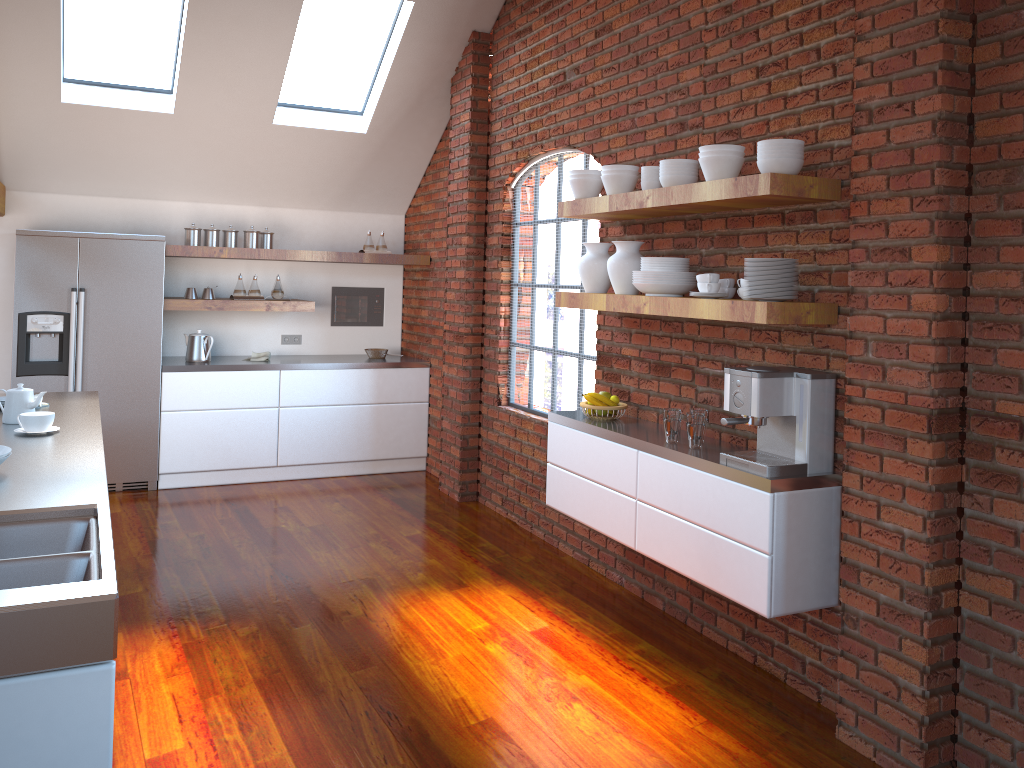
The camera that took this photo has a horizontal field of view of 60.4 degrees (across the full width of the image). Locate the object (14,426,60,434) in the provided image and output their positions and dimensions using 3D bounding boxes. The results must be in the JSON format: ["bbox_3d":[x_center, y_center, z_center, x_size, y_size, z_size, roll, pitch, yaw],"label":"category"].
[{"bbox_3d":[-1.792,0.178,3.321,0.154,0.012,0.155,2,7,2],"label":"object"}]

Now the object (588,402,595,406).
[{"bbox_3d":[0.397,0.085,4.334,0.051,0.053,0.045,-1,3,-38],"label":"object"}]

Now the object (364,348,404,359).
[{"bbox_3d":[-1.051,-0.238,7.113,0.350,0.074,0.194,8,8,44],"label":"object"}]

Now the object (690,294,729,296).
[{"bbox_3d":[0.790,-0.351,3.525,0.154,0.012,0.154,5,7,25],"label":"object"}]

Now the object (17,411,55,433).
[{"bbox_3d":[-1.794,0.147,3.324,0.116,0.069,0.125,-3,7,-41],"label":"object"}]

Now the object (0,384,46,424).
[{"bbox_3d":[-1.971,0.076,3.534,0.197,0.156,0.118,0,2,-20],"label":"object"}]

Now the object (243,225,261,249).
[{"bbox_3d":[-1.961,-1.106,6.626,0.127,0.177,0.129,1,2,-31],"label":"object"}]

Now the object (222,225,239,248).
[{"bbox_3d":[-2.129,-1.114,6.651,0.127,0.177,0.129,1,2,-31],"label":"object"}]

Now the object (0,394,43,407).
[{"bbox_3d":[-2.218,0.080,3.909,0.232,0.050,0.166,-1,7,-26],"label":"object"}]

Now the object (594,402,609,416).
[{"bbox_3d":[0.440,0.122,4.300,0.077,0.065,0.076,2,4,8],"label":"object"}]

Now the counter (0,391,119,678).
[{"bbox_3d":[-1.900,0.297,2.876,1.023,0.130,3.163,-2,7,-26],"label":"counter"}]

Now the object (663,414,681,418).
[{"bbox_3d":[0.693,0.183,3.818,0.078,0.104,0.078,3,3,34],"label":"object"}]

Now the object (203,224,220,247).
[{"bbox_3d":[-2.243,-1.107,6.569,0.127,0.177,0.129,1,2,-31],"label":"object"}]

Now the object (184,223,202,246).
[{"bbox_3d":[-2.354,-1.101,6.490,0.127,0.177,0.129,1,2,-31],"label":"object"}]

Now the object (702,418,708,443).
[{"bbox_3d":[0.787,0.196,3.720,0.078,0.104,0.078,2,2,4],"label":"object"}]

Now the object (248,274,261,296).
[{"bbox_3d":[-1.962,-0.743,6.709,0.094,0.192,0.093,2,1,18],"label":"object"}]

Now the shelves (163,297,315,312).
[{"bbox_3d":[-2.108,-0.608,6.701,1.065,0.076,0.659,-2,7,-26],"label":"shelves"}]

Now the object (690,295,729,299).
[{"bbox_3d":[0.790,-0.347,3.525,0.154,0.012,0.154,5,7,25],"label":"object"}]

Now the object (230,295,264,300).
[{"bbox_3d":[-2.013,-0.659,6.682,0.223,0.033,0.196,-2,7,-27],"label":"object"}]

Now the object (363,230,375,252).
[{"bbox_3d":[-1.153,-1.148,7.095,0.093,0.191,0.093,1,1,-14],"label":"object"}]

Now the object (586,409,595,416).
[{"bbox_3d":[0.386,0.133,4.326,0.046,0.046,0.056,2,4,7],"label":"object"}]

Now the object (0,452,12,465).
[{"bbox_3d":[-1.651,0.242,2.616,0.283,0.055,0.282,6,8,36],"label":"object"}]

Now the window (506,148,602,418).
[{"bbox_3d":[3.751,-0.051,3.349,3.625,9.897,17.518,1,4,-36],"label":"window"}]

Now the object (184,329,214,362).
[{"bbox_3d":[-2.325,-0.285,6.506,0.302,0.238,0.181,2,2,5],"label":"object"}]

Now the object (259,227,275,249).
[{"bbox_3d":[-1.905,-1.126,6.813,0.127,0.177,0.129,1,2,-31],"label":"object"}]

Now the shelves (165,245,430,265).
[{"bbox_3d":[-1.687,-1.003,6.903,1.975,0.076,0.659,-2,7,-26],"label":"shelves"}]

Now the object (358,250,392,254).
[{"bbox_3d":[-1.108,-1.066,7.119,0.223,0.033,0.196,-2,7,-27],"label":"object"}]

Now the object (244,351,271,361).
[{"bbox_3d":[-1.945,-0.215,6.723,0.204,0.061,0.197,1,6,-4],"label":"object"}]

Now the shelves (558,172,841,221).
[{"bbox_3d":[0.719,-0.797,3.842,0.337,0.076,1.546,-1,7,-26],"label":"shelves"}]

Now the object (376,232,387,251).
[{"bbox_3d":[-1.057,-1.150,7.146,0.094,0.192,0.093,2,1,18],"label":"object"}]

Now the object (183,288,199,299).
[{"bbox_3d":[-2.367,-0.670,6.492,0.106,0.081,0.106,2,4,3],"label":"object"}]

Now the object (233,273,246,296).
[{"bbox_3d":[-2.058,-0.741,6.658,0.093,0.191,0.093,1,1,-14],"label":"object"}]

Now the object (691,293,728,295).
[{"bbox_3d":[0.790,-0.356,3.525,0.154,0.012,0.154,5,7,25],"label":"object"}]

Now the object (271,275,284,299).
[{"bbox_3d":[-1.814,-0.752,6.814,0.093,0.192,0.203,1,3,-17],"label":"object"}]

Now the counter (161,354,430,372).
[{"bbox_3d":[-1.696,-0.171,6.872,1.982,0.044,0.719,-2,7,-26],"label":"counter"}]

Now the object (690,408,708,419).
[{"bbox_3d":[0.788,0.158,3.720,0.078,0.104,0.078,2,2,4],"label":"object"}]

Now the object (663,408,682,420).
[{"bbox_3d":[0.671,0.158,3.691,0.078,0.104,0.078,2,2,4],"label":"object"}]

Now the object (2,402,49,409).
[{"bbox_3d":[-2.222,0.091,3.945,0.232,0.026,0.165,5,7,29],"label":"object"}]

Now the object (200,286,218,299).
[{"bbox_3d":[-2.259,-0.682,6.544,0.106,0.100,0.106,3,3,16],"label":"object"}]

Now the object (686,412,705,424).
[{"bbox_3d":[0.747,0.172,3.586,0.077,0.104,0.078,1,2,-14],"label":"object"}]

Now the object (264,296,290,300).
[{"bbox_3d":[-1.816,-0.668,6.813,0.195,0.033,0.225,0,7,-16],"label":"object"}]

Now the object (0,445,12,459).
[{"bbox_3d":[-1.651,0.232,2.616,0.283,0.055,0.282,6,8,36],"label":"object"}]

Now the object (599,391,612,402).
[{"bbox_3d":[0.459,0.067,4.345,0.069,0.061,0.068,1,4,-9],"label":"object"}]

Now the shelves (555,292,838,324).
[{"bbox_3d":[0.706,-0.343,3.838,0.337,0.076,1.546,-1,7,-26],"label":"shelves"}]

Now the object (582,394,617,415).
[{"bbox_3d":[0.422,0.103,4.268,0.176,0.094,0.064,3,2,11],"label":"object"}]

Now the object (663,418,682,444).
[{"bbox_3d":[0.670,0.196,3.691,0.078,0.104,0.078,2,2,4],"label":"object"}]
